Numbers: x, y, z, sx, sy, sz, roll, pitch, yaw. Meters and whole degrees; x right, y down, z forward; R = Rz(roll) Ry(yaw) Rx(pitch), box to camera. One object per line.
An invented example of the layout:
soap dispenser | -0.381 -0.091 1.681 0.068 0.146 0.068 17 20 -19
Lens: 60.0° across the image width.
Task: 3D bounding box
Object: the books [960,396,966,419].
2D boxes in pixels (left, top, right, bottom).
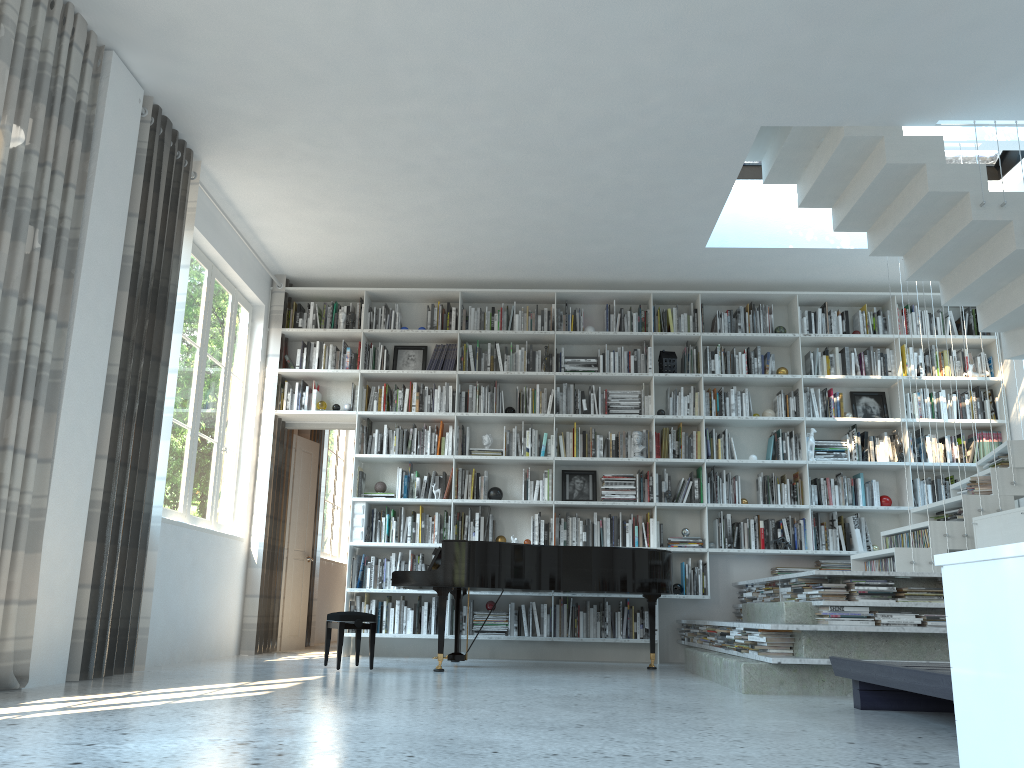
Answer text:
books | 3.856 0.237 7.632 0.028 0.236 0.146 1 -14 2

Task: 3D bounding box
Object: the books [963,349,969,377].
books | 3.922 -0.145 7.709 0.023 0.286 0.163 1 -14 2

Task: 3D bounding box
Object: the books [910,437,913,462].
books | 3.375 0.585 7.551 0.010 0.238 0.148 1 -14 2

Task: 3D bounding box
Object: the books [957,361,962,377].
books | 3.859 -0.093 7.707 0.034 0.182 0.157 1 -14 2

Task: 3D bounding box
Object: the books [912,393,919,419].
books | 3.433 0.219 7.614 0.023 0.247 0.182 1 -14 2

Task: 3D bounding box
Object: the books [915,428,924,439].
books | 3.485 0.546 7.558 0.012 0.321 0.142 1 -14 2

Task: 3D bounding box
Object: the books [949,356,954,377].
books | 3.782 -0.117 7.695 0.023 0.220 0.172 1 -14 2

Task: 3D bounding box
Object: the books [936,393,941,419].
books | 3.635 0.218 7.620 0.024 0.258 0.157 1 -14 2

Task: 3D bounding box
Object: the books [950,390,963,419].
books | 3.830 0.210 7.639 0.024 0.291 0.132 1 -14 2

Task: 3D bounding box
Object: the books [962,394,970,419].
books | 3.882 0.228 7.623 0.025 0.252 0.160 1 -14 2

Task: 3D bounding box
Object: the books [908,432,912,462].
books | 3.348 0.562 7.542 0.025 0.276 0.161 1 -14 2

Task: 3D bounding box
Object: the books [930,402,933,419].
books | 3.571 0.260 7.626 0.027 0.179 0.157 1 -14 2

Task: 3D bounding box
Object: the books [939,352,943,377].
books | 3.663 -0.142 7.642 0.012 0.237 0.166 1 -14 2

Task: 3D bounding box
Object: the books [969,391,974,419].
books | 3.913 0.213 7.613 0.013 0.276 0.188 1 -14 2

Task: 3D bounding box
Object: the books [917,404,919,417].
books | 3.451 0.227 7.629 0.011 0.238 0.173 1 -14 2

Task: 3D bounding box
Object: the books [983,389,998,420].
books | 4.093 0.208 7.609 0.042 0.291 0.187 1 -14 2

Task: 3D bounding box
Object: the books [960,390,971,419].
books | 3.901 0.211 7.617 0.012 0.282 0.152 1 -14 2

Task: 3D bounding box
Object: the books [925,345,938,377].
books | 3.611 -0.174 7.642 0.022 0.296 0.152 1 -14 2

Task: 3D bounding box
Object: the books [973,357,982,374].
books | 4.014 -0.110 7.692 0.023 0.213 0.181 1 -14 2

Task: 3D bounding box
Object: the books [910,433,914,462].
books | 3.386 0.568 7.565 0.010 0.278 0.148 1 -14 2

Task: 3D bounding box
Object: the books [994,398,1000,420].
books | 4.124 0.244 7.601 0.021 0.218 0.184 1 -14 2

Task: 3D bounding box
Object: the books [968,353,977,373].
books | 3.968 -0.129 7.700 0.070 0.253 0.155 1 -14 2

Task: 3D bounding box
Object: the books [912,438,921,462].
books | 3.423 0.589 7.558 0.066 0.236 0.144 1 -14 2

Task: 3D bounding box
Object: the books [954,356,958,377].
books | 3.810 -0.114 7.689 0.013 0.212 0.187 1 -14 2

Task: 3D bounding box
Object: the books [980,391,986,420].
books | 4.018 0.214 7.622 0.013 0.282 0.149 1 -14 2

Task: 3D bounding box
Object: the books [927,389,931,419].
books | 3.553 0.201 7.627 0.012 0.292 0.166 1 -14 2

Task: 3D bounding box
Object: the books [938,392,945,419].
books | 3.658 0.216 7.617 0.022 0.262 0.173 1 -14 2

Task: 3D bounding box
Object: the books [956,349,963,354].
books | 3.905 -0.146 7.722 0.011 0.293 0.151 1 -14 2

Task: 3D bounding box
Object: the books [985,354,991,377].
books | 4.097 -0.122 7.702 0.040 0.246 0.160 1 -14 2

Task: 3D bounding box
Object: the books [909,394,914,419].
books | 3.409 0.224 7.642 0.026 0.249 0.161 1 -14 2

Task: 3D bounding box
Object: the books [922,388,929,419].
books | 3.536 0.202 7.639 0.022 0.296 0.162 1 -14 2

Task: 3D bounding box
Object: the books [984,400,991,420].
books | 4.037 0.253 7.595 0.029 0.195 0.192 1 -14 2

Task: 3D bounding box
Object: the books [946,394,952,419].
books | 3.734 0.226 7.632 0.012 0.253 0.161 1 -14 2

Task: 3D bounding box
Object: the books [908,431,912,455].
books | 3.366 0.559 7.558 0.010 0.292 0.164 1 -14 2

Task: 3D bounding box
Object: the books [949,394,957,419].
books | 3.762 0.226 7.611 0.045 0.244 0.177 1 -14 2

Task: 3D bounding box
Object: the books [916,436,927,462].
books | 3.467 0.580 7.531 0.022 0.242 0.171 1 -14 2

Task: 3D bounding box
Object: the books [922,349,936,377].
books | 3.588 -0.154 7.633 0.023 0.253 0.190 1 -14 2

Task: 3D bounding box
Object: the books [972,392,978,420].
books | 3.934 0.217 7.608 0.028 0.267 0.174 1 -14 2

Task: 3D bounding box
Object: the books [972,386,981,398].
books | 4.006 0.193 7.636 0.013 0.329 0.140 1 -14 2

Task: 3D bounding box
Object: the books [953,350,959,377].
books | 3.831 -0.141 7.721 0.024 0.280 0.154 1 -14 2

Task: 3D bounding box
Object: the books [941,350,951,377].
books | 3.704 -0.140 7.654 0.042 0.241 0.248 1 -14 2

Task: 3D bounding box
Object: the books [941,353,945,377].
books | 3.676 -0.137 7.631 0.013 0.221 0.175 1 -14 2

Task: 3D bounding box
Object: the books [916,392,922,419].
books | 3.470 0.217 7.625 0.026 0.256 0.174 1 -14 2

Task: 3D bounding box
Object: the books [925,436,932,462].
books | 3.503 0.578 7.529 0.026 0.245 0.181 1 -14 2

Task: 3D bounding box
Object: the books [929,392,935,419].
books | 3.592 0.217 7.622 0.013 0.259 0.158 1 -14 2

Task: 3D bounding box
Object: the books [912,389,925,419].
books | 3.490 0.200 7.614 0.014 0.285 0.186 1 -14 2

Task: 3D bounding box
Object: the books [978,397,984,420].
books | 3.985 0.243 7.608 0.025 0.219 0.178 1 -14 2

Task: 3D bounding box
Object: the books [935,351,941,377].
books | 3.646 -0.144 7.643 0.022 0.241 0.145 1 -14 2

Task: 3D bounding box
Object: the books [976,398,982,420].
books | 3.960 0.244 7.599 0.025 0.211 0.189 1 -14 2

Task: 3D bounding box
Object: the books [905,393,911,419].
books | 3.390 0.219 7.631 0.012 0.253 0.161 1 -14 2

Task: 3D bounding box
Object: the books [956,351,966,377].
books | 3.887 -0.135 7.697 0.022 0.260 0.161 1 -14 2

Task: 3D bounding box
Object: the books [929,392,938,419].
books | 3.611 0.215 7.631 0.025 0.270 0.153 1 -14 2

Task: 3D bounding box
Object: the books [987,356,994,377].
books | 4.122 -0.112 7.680 0.011 0.216 0.170 1 -14 2

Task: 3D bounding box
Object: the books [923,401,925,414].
books | 3.511 0.254 7.633 0.028 0.191 0.137 1 -14 2

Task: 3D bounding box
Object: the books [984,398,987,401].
books | 4.065 0.245 7.632 0.024 0.229 0.131 1 -14 2

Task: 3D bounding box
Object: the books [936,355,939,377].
books | 3.628 -0.129 7.634 0.014 0.205 0.184 1 -14 2

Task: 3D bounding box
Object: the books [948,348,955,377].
books | 3.800 -0.151 7.711 0.010 0.294 0.166 1 -14 2

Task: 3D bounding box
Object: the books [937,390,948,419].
books | 3.685 0.208 7.624 0.030 0.283 0.166 1 -14 2

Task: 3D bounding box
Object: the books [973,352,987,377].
books | 4.063 -0.128 7.705 0.029 0.257 0.163 1 -14 2

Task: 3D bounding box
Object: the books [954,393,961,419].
books | 3.796 0.221 7.617 0.023 0.257 0.184 1 -14 2
